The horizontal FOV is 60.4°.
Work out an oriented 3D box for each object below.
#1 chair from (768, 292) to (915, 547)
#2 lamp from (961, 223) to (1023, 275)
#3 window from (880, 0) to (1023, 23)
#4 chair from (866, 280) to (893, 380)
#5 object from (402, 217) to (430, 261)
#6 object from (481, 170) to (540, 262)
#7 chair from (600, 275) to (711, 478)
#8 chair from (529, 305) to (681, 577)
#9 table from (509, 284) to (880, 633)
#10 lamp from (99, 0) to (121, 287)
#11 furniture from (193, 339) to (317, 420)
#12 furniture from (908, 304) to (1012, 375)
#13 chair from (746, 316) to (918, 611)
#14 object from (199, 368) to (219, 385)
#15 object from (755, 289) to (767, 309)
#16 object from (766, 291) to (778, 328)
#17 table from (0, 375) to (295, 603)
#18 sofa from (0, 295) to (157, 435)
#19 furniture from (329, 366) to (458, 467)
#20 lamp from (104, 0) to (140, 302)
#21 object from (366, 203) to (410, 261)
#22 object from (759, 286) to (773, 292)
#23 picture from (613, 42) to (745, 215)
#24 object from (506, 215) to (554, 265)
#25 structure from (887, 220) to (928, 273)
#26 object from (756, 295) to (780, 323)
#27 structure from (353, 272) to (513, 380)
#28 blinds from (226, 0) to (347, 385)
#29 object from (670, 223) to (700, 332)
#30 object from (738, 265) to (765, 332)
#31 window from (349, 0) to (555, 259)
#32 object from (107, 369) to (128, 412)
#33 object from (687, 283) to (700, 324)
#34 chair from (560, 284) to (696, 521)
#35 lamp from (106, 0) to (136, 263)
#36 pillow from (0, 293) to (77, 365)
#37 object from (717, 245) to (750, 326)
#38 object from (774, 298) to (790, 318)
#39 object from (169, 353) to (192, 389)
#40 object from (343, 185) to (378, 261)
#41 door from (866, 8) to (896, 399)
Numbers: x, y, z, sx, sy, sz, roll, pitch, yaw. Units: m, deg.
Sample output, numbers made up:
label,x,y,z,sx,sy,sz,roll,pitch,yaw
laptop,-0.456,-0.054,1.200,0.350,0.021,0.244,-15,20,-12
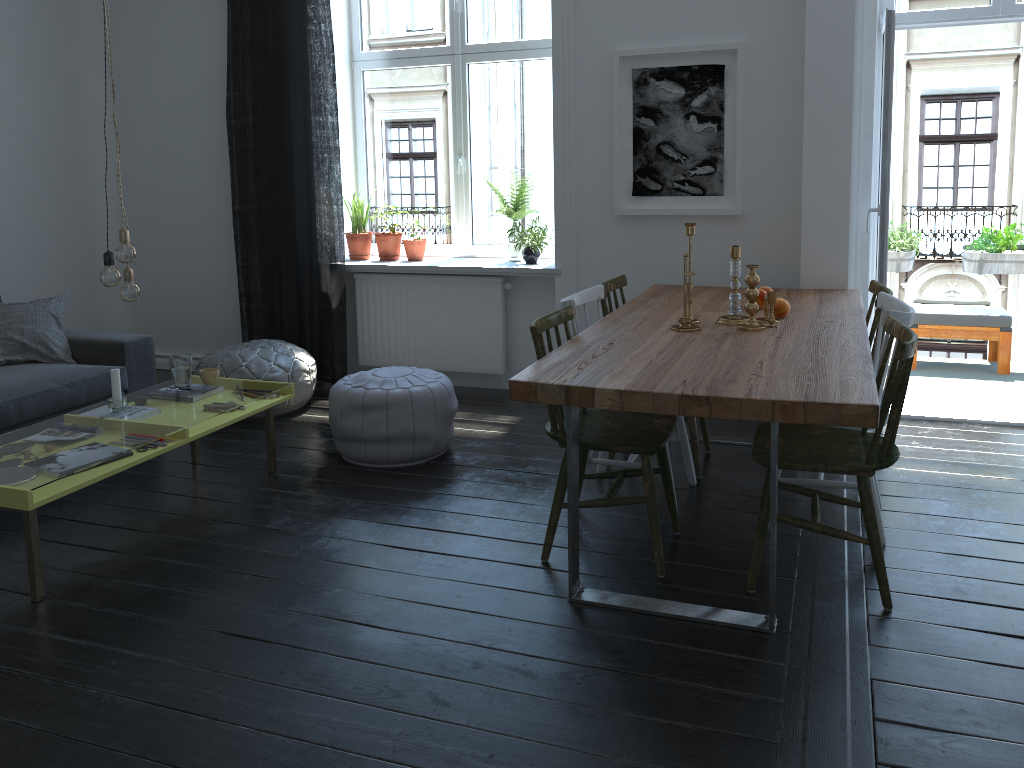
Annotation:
label,x,y,z,sx,sy,sz,roll,pitch,yaw
chair,1.206,0.100,3.272,0.510,0.829,0.474,2,9,20
lamp,2.729,-1.646,4.416,0.493,2.468,2.750,2,11,20
window,2.530,-2.225,4.502,1.182,0.647,0.107,3,9,20
chair,1.338,-0.007,3.733,0.486,0.814,0.475,2,9,19
object,-0.609,-0.925,5.619,0.195,0.273,0.179,-3,9,-12
object,0.015,-1.032,5.414,0.329,0.557,0.399,-4,10,-16
chair,0.640,-0.056,3.993,0.486,0.814,0.475,2,9,19
chair,0.322,0.172,3.081,0.486,0.814,0.475,2,9,19
table,0.858,0.111,3.511,1.019,0.703,2.269,3,14,20
lamp,-1.504,-1.093,3.192,0.086,1.474,0.075,-4,8,-18
furniture,-1.473,-0.047,5.062,0.680,0.376,0.692,3,13,20
furniture,2.892,-0.306,5.762,0.601,0.369,0.407,3,12,20
chair,1.020,0.221,2.822,0.486,0.814,0.475,2,9,19
object,-1.363,-0.030,3.970,0.087,0.065,0.087,-11,15,-40
object,1.081,-0.369,3.841,0.084,0.086,0.092,-11,14,-42
object,1.001,-0.286,3.394,0.049,0.137,0.050,2,8,20
table,-1.500,0.335,3.442,0.601,0.392,1.427,3,14,20
sofa,-2.820,0.093,3.876,1.085,0.710,2.418,3,14,20
furniture,-0.568,0.141,4.249,0.615,0.412,0.622,2,12,14
lamp,-1.480,-1.047,3.299,0.089,1.474,0.075,6,10,44
object,-0.793,-0.988,5.701,0.259,0.364,0.238,5,11,32
object,1.126,-0.389,3.911,0.083,0.088,0.089,1,11,10
picture,0.892,-1.356,4.734,0.688,0.874,0.084,2,8,20
object,0.121,-0.865,5.272,0.285,0.290,0.290,4,11,24
structure,2.511,-0.941,5.950,0.571,0.372,0.298,1,10,10
object,1.020,-0.305,3.521,0.102,0.112,0.104,0,10,6
structure,-0.492,-0.365,5.440,1.066,0.618,0.074,3,8,20
blinds,-1.432,-1.464,5.435,0.805,2.927,0.114,2,8,19
object,0.663,-0.408,3.363,0.114,0.404,0.115,-4,8,-17
object,0.914,-0.328,3.349,0.101,0.244,0.102,7,11,44
window,-0.339,-1.798,5.647,1.570,1.956,0.109,3,8,20
object,-1.599,0.020,3.562,0.075,0.171,0.075,-7,10,-34
object,0.711,-0.324,3.523,0.080,0.158,0.081,-5,9,-22
chair,0.454,0.049,3.541,0.510,0.829,0.474,2,9,20
lamp,-1.473,-1.187,3.238,0.074,1.474,0.075,-4,8,-22
pillow,-2.902,-0.161,3.945,0.479,0.483,2.092,4,14,24
object,0.886,-0.394,3.495,0.141,0.306,0.142,-5,9,-27
object,1.094,-0.309,3.602,0.085,0.082,0.090,6,13,32
object,-1.467,-0.054,3.910,0.098,0.144,0.099,-4,10,-19
object,-0.987,-1.066,5.771,0.300,0.491,0.340,-1,9,4
door,1.929,-0.877,4.603,0.105,1.994,0.594,2,8,26
